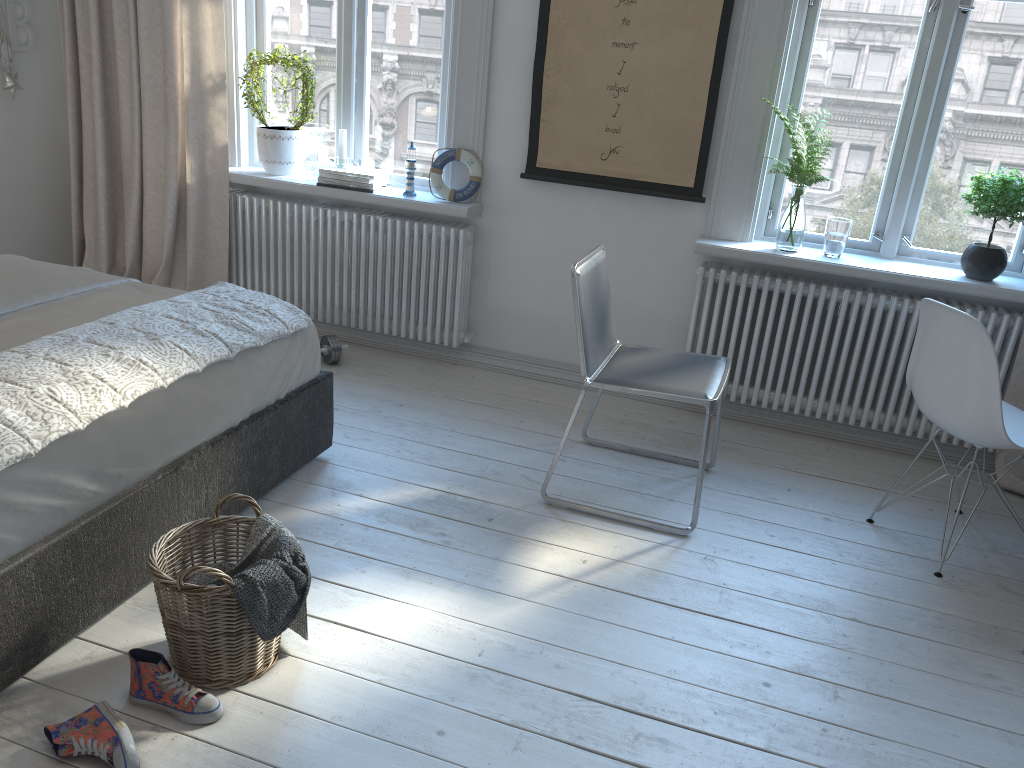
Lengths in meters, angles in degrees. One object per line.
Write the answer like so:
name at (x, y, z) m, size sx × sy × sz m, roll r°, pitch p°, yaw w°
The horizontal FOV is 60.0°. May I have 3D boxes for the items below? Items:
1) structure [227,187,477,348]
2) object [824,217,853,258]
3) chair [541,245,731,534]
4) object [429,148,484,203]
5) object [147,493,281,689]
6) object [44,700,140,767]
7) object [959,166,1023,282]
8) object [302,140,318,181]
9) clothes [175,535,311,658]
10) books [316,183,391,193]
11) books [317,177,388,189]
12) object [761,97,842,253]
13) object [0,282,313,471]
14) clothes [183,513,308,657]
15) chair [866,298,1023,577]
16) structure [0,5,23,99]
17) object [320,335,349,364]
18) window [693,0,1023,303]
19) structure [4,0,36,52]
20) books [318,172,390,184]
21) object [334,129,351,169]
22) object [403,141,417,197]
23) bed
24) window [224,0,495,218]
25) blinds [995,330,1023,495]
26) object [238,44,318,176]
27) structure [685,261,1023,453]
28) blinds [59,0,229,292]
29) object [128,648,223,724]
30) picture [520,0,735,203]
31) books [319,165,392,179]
structure at (-0.864, -0.581, 4.222) m, size 1.504 × 0.550 × 0.194 m, roll 12°, pitch 22°, yaw 16°
object at (1.265, -0.571, 3.462) m, size 0.097 × 0.147 × 0.097 m, roll 14°, pitch 23°, yaw 21°
chair at (0.458, -0.012, 3.006) m, size 0.524 × 0.802 × 0.559 m, roll 12°, pitch 22°, yaw 16°
object at (-0.244, -0.908, 3.860) m, size 0.236 × 0.229 × 0.078 m, roll 6°, pitch 22°, yaw 2°
object at (-0.669, 0.488, 2.062) m, size 0.318 × 0.353 × 0.318 m, roll -12°, pitch 27°, yaw -38°
object at (-0.842, 0.723, 1.780) m, size 0.120 × 0.084 × 0.221 m, roll -14°, pitch 28°, yaw -41°
object at (1.782, -0.589, 3.270) m, size 0.271 × 0.409 × 0.308 m, roll -4°, pitch 23°, yaw -21°
object at (-0.935, -1.027, 4.087) m, size 0.059 × 0.166 × 0.195 m, roll -4°, pitch 23°, yaw -22°
clothes at (-0.614, 0.495, 2.044) m, size 0.297 × 0.271 × 0.244 m, roll 12°, pitch 22°, yaw 16°
books at (-0.715, -0.904, 4.033) m, size 0.272 × 0.013 × 0.218 m, roll 10°, pitch 21°, yaw 12°
books at (-0.722, -0.927, 4.041) m, size 0.262 × 0.025 × 0.206 m, roll 9°, pitch 21°, yaw 9°
object at (1.108, -0.799, 3.429) m, size 0.413 × 0.568 × 0.303 m, roll -11°, pitch 27°, yaw -36°
object at (-1.053, -0.054, 2.283) m, size 0.404 × 0.105 × 1.452 m, roll 12°, pitch 22°, yaw 16°
clothes at (-0.640, 0.492, 2.085) m, size 0.283 × 0.290 × 0.233 m, roll -8°, pitch 25°, yaw -31°
chair at (1.481, 0.147, 2.805) m, size 0.554 × 0.829 × 0.471 m, roll -1°, pitch 22°, yaw -17°
structure at (-2.308, -1.565, 4.023) m, size 0.078 × 0.517 × 0.133 m, roll 7°, pitch 22°, yaw 4°
object at (-0.886, -0.146, 3.976) m, size 0.328 × 0.129 × 0.128 m, roll -10°, pitch 26°, yaw -35°
window at (-3.847, -8.962, 16.906) m, size 25.618 × 15.115 × 26.405 m, roll 12°, pitch 22°, yaw 16°
structure at (-2.284, -1.673, 4.122) m, size 0.024 × 0.240 × 0.145 m, roll 12°, pitch 22°, yaw 16°
books at (-0.713, -0.946, 4.025) m, size 0.253 × 0.022 × 0.206 m, roll 12°, pitch 22°, yaw 17°
object at (-0.766, -1.065, 4.005) m, size 0.074 × 0.174 × 0.074 m, roll -6°, pitch 24°, yaw -26°
object at (-0.445, -0.948, 3.901) m, size 0.060 × 0.236 × 0.059 m, roll -7°, pitch 25°, yaw -29°
bed at (-1.849, -0.184, 2.531) m, size 2.174 × 1.053 × 1.878 m, roll 12°, pitch 22°, yaw 16°
window at (-3.244, -3.035, 6.181) m, size 7.971 × 7.053 × 11.903 m, roll 12°, pitch 22°, yaw 16°
blinds at (2.270, -0.753, 2.771) m, size 0.830 × 2.664 × 0.223 m, roll 12°, pitch 22°, yaw 15°
object at (-1.073, -1.264, 4.092) m, size 0.385 × 0.577 × 0.215 m, roll 4°, pitch 22°, yaw -2°
structure at (1.427, -0.115, 3.571) m, size 1.504 × 0.550 × 0.194 m, roll 12°, pitch 22°, yaw 16°
blinds at (-1.661, -1.553, 3.889) m, size 0.830 × 2.664 × 0.223 m, roll 12°, pitch 23°, yaw 16°
object at (-0.733, 0.654, 1.938) m, size 0.222 × 0.123 × 0.082 m, roll 11°, pitch 22°, yaw 15°
picture at (0.469, -1.420, 3.460) m, size 0.792 × 1.321 × 0.056 m, roll 12°, pitch 22°, yaw 16°
books at (-0.707, -0.962, 4.016) m, size 0.269 × 0.015 × 0.202 m, roll 10°, pitch 21°, yaw 13°
